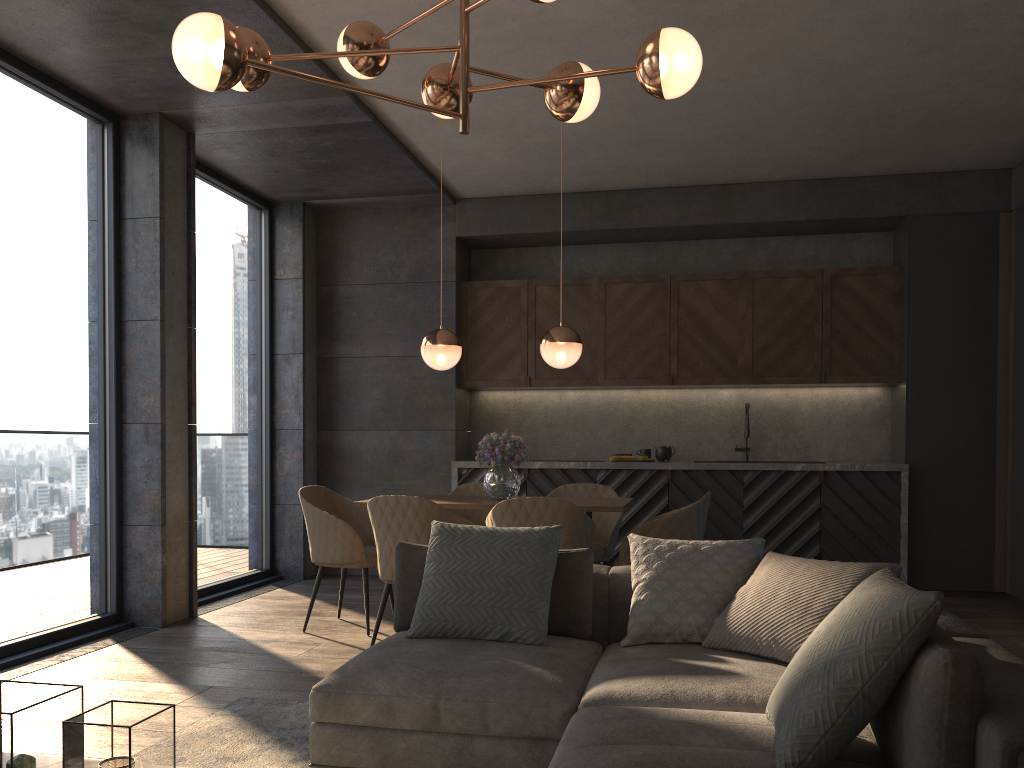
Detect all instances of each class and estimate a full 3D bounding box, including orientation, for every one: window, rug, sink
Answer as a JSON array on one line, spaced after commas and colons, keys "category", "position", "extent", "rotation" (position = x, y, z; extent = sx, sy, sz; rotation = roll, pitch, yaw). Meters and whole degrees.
[{"category": "window", "position": [-2.672, -0.184, 3.522], "extent": [0.199, 2.997, 7.278], "rotation": [0, -3, 12]}, {"category": "rug", "position": [-0.616, 1.210, 2.016], "extent": [1.729, 0.020, 3.149], "rotation": [-1, -4, 12]}, {"category": "sink", "position": [1.906, 0.414, 6.862], "extent": [0.962, 0.547, 0.461], "rotation": [0, -1, 12]}]

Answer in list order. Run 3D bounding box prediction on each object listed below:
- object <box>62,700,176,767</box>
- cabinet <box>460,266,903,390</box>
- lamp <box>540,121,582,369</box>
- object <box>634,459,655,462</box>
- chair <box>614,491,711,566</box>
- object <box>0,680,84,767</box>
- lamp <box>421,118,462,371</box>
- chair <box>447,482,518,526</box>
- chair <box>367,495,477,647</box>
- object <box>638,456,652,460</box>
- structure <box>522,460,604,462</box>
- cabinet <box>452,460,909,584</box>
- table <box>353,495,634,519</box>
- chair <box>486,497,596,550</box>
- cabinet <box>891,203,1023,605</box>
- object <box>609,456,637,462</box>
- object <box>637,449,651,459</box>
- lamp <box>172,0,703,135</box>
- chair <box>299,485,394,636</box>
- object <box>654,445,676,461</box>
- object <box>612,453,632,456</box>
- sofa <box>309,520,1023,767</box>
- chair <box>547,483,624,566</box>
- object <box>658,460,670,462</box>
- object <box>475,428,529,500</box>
[{"category": "object", "position": [-0.785, 0.769, 1.774], "extent": [0.148, 0.221, 0.150], "rotation": [0, 0, 12]}, {"category": "cabinet", "position": [1.269, -0.411, 7.056], "extent": [3.392, 0.867, 0.369], "rotation": [-1, 0, 12]}, {"category": "lamp", "position": [0.278, -0.859, 4.961], "extent": [0.239, 1.546, 0.238], "rotation": [0, 1, -13]}, {"category": "object", "position": [1.040, 0.603, 6.927], "extent": [0.170, 0.020, 0.170], "rotation": [-3, -5, 37]}, {"category": "chair", "position": [0.823, 1.000, 4.829], "extent": [0.510, 0.837, 0.555], "rotation": [0, 0, 16]}, {"category": "object", "position": [-1.002, 0.747, 1.750], "extent": [0.199, 0.261, 0.196], "rotation": [0, -1, 12]}, {"category": "lamp", "position": [-0.407, -0.851, 5.102], "extent": [0.239, 1.546, 0.239], "rotation": [1, 1, 17]}, {"category": "chair", "position": [-0.210, 1.056, 5.668], "extent": [0.555, 0.837, 0.510], "rotation": [0, 0, 6]}, {"category": "chair", "position": [-0.461, 0.976, 4.540], "extent": [0.555, 0.837, 0.510], "rotation": [0, 0, 21]}, {"category": "object", "position": [1.040, 0.585, 6.926], "extent": [0.120, 0.045, 0.116], "rotation": [-1, -3, 17]}, {"category": "structure", "position": [0.431, 0.632, 7.146], "extent": [0.610, 0.017, 0.505], "rotation": [-1, -4, 12]}, {"category": "cabinet", "position": [1.241, 1.092, 6.974], "extent": [3.391, 0.951, 0.601], "rotation": [-1, 0, 12]}, {"category": "table", "position": [-0.071, 1.046, 5.042], "extent": [1.466, 0.770, 0.770], "rotation": [0, -1, 12]}, {"category": "chair", "position": [0.139, 0.969, 4.420], "extent": [0.555, 0.837, 0.510], "rotation": [0, 0, 6]}, {"category": "cabinet", "position": [3.424, 0.142, 6.196], "extent": [1.187, 2.758, 1.202], "rotation": [0, 0, 12]}, {"category": "object", "position": [0.887, 0.593, 6.986], "extent": [0.301, 0.054, 0.071], "rotation": [3, -3, -37]}, {"category": "object", "position": [1.066, 0.573, 7.092], "extent": [0.090, 0.104, 0.112], "rotation": [-1, -2, 44]}, {"category": "lamp", "position": [-0.252, -1.263, 2.822], "extent": [1.463, 1.039, 1.015], "rotation": [1, -1, -12]}, {"category": "chair", "position": [-0.969, 1.023, 5.228], "extent": [0.510, 0.837, 0.555], "rotation": [0, 0, 16]}, {"category": "object", "position": [1.216, 0.554, 7.058], "extent": [0.136, 0.137, 0.153], "rotation": [1, -2, -16]}, {"category": "object", "position": [0.889, 0.591, 7.135], "extent": [0.157, 0.068, 0.116], "rotation": [0, -3, -3]}, {"category": "sofa", "position": [0.278, 0.843, 2.252], "extent": [2.023, 0.784, 2.916], "rotation": [-1, -4, 11]}, {"category": "chair", "position": [0.422, 1.047, 5.515], "extent": [0.555, 0.837, 0.510], "rotation": [0, 0, 11]}, {"category": "object", "position": [0.994, 0.606, 6.978], "extent": [0.490, 0.040, 0.285], "rotation": [0, -4, 7]}, {"category": "object", "position": [-0.052, 0.458, 5.056], "extent": [0.298, 0.409, 0.328], "rotation": [0, -1, -18]}]
